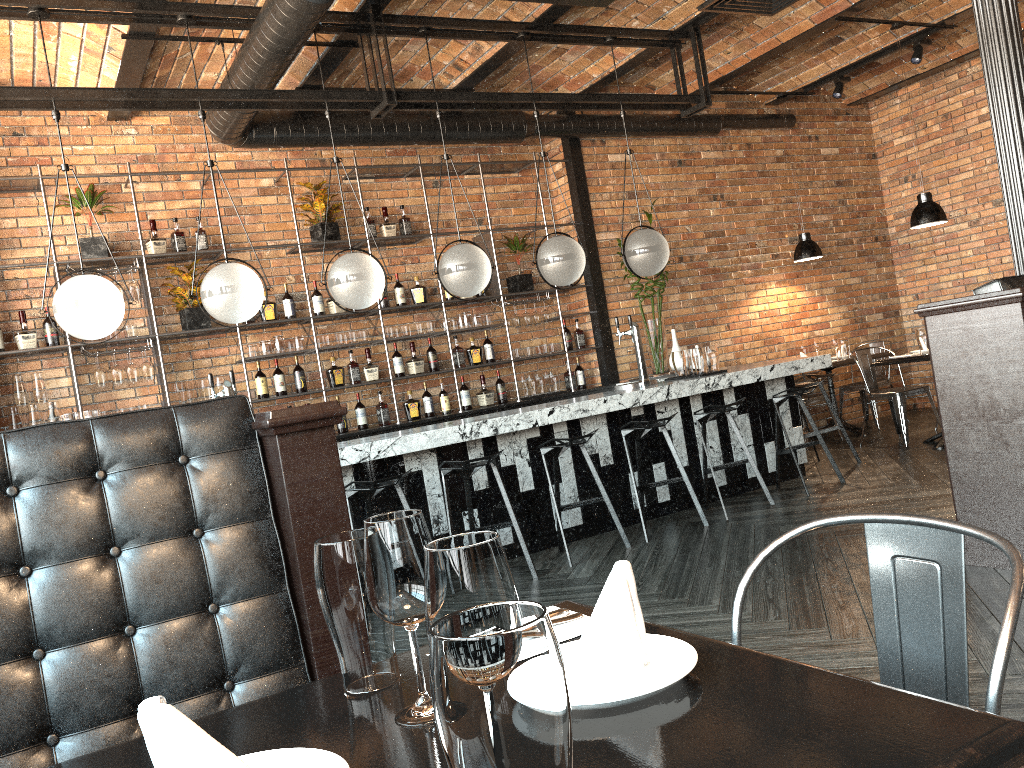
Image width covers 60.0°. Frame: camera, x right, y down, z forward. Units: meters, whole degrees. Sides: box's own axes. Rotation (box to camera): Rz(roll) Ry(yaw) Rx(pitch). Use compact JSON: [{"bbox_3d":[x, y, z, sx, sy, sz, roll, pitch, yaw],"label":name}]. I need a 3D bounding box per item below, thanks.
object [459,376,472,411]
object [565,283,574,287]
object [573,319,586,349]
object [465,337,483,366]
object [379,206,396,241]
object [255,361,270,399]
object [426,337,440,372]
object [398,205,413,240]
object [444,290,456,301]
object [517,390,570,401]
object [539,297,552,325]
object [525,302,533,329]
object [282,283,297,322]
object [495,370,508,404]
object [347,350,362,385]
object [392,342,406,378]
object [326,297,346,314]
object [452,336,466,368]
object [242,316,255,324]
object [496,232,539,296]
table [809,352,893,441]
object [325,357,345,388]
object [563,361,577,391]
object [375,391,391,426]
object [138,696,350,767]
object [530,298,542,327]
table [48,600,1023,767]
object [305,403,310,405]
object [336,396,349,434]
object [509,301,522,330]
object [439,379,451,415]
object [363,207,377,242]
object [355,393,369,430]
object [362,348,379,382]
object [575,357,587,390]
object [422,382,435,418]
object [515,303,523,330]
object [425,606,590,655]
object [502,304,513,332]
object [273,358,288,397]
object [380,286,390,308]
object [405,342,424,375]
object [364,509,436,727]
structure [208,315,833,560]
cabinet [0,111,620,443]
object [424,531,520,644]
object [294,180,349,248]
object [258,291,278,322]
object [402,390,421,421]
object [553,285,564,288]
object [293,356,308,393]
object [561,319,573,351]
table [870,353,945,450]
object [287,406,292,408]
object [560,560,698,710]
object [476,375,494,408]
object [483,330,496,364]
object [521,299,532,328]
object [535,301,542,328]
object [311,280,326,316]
[{"bbox_3d":[-0.405,0.076,7.609,0.086,0.298,0.086,-9,1,20],"label":"object"},{"bbox_3d":[0.515,-1.031,8.226,0.086,0.298,0.086,-9,1,25],"label":"object"},{"bbox_3d":[0.619,-0.461,8.206,0.083,0.282,0.083,-10,1,-19],"label":"object"},{"bbox_3d":[-0.329,-0.279,7.669,0.151,0.248,0.094,-10,1,-20],"label":"object"},{"bbox_3d":[-1.038,-1.333,7.365,0.123,0.279,0.123,-10,1,-25],"label":"object"},{"bbox_3d":[-1.920,-0.029,6.782,0.086,0.299,0.086,-9,1,20],"label":"object"},{"bbox_3d":[-0.676,-0.246,7.480,0.086,0.299,0.086,-9,1,20],"label":"object"},{"bbox_3d":[-0.902,-1.359,7.441,0.083,0.282,0.083,-10,1,-44],"label":"object"},{"bbox_3d":[-0.547,-0.846,7.602,0.086,0.299,0.086,-9,1,20],"label":"object"},{"bbox_3d":[0.279,0.101,7.912,0.437,0.019,0.273,-10,1,-29],"label":"object"},{"bbox_3d":[0.301,-0.651,7.942,0.092,0.244,0.092,-9,1,10],"label":"object"},{"bbox_3d":[0.132,-0.624,8.036,0.092,0.244,0.092,-9,1,10],"label":"object"},{"bbox_3d":[-1.749,-0.638,6.933,0.086,0.298,0.086,-9,1,20],"label":"object"},{"bbox_3d":[-0.101,0.023,7.775,0.086,0.299,0.086,-9,1,20],"label":"object"},{"bbox_3d":[-1.278,-0.133,7.136,0.083,0.282,0.083,-10,1,-29],"label":"object"},{"bbox_3d":[-0.946,-0.199,7.333,0.086,0.298,0.086,-9,1,20],"label":"object"},{"bbox_3d":[-1.411,-0.686,7.092,0.123,0.279,0.123,-10,1,-40],"label":"object"},{"bbox_3d":[-0.465,-0.274,7.595,0.083,0.282,0.083,-10,1,-44],"label":"object"},{"bbox_3d":[-2.027,-0.582,6.760,0.083,0.282,0.083,-10,1,-44],"label":"object"},{"bbox_3d":[0.079,-1.086,7.919,0.398,0.560,0.374,-9,1,33],"label":"object"},{"bbox_3d":[3.181,0.146,8.788,0.872,0.758,0.872,-10,1,-29],"label":"table"},{"bbox_3d":[-1.408,-0.092,7.061,0.151,0.248,0.094,-10,1,-40],"label":"object"},{"bbox_3d":[0.526,-0.076,8.125,0.083,0.282,0.083,-10,1,-44],"label":"object"},{"bbox_3d":[-1.059,0.198,7.231,0.083,0.282,0.083,-10,1,-44],"label":"object"},{"bbox_3d":[-0.283,0.368,0.873,0.232,0.139,0.232,-10,1,-35],"label":"object"},{"bbox_3d":[0.211,-0.635,7.891,0.092,0.244,0.092,-9,1,10],"label":"object"},{"bbox_3d":[0.007,0.767,0.968,0.872,0.758,0.872,-10,1,-29],"label":"table"},{"bbox_3d":[-1.575,0.290,6.924,0.123,0.279,0.123,-10,1,-15],"label":"object"},{"bbox_3d":[-1.362,0.243,7.032,0.086,0.297,0.086,-9,1,5],"label":"object"},{"bbox_3d":[0.031,-0.604,7.790,0.092,0.244,0.092,-9,1,10],"label":"object"},{"bbox_3d":[-0.577,0.108,7.503,0.080,0.299,0.080,-10,1,-27],"label":"object"},{"bbox_3d":[-1.172,-1.312,7.289,0.083,0.282,0.083,-10,1,-29],"label":"object"},{"bbox_3d":[-1.221,0.218,7.148,0.086,0.298,0.086,-9,1,20],"label":"object"},{"bbox_3d":[-1.152,-0.152,7.192,0.123,0.279,0.123,-10,1,-15],"label":"object"},{"bbox_3d":[0.626,-0.101,8.197,0.086,0.298,0.086,-9,1,20],"label":"object"},{"bbox_3d":[-0.709,0.130,7.444,0.086,0.298,0.086,-9,1,20],"label":"object"},{"bbox_3d":[0.047,-0.609,7.987,0.092,0.244,0.092,-9,1,10],"label":"object"},{"bbox_3d":[-0.002,0.372,1.315,0.255,0.019,0.157,-10,1,-29],"label":"object"},{"bbox_3d":[-0.048,-0.593,7.934,0.092,0.244,0.092,-9,1,10],"label":"object"},{"bbox_3d":[-1.807,-0.050,6.875,0.086,0.298,0.086,-9,1,20],"label":"object"},{"bbox_3d":[-1.070,-0.757,7.304,0.086,0.299,0.086,-9,1,20],"label":"object"},{"bbox_3d":[-0.812,-0.211,7.383,0.123,0.279,0.123,-10,1,-40],"label":"object"},{"bbox_3d":[-0.124,0.280,1.076,0.092,0.244,0.092,-9,1,22],"label":"object"},{"bbox_3d":[-0.320,0.417,6.272,5.346,1.430,1.930,-10,1,-29],"label":"structure"},{"bbox_3d":[-2.226,-0.397,6.591,7.075,3.779,0.564,-10,1,-29],"label":"cabinet"},{"bbox_3d":[-0.027,0.266,0.832,0.092,0.244,0.092,-9,1,22],"label":"object"},{"bbox_3d":[-1.545,-1.371,7.130,0.425,0.526,0.430,-10,1,-27],"label":"object"},{"bbox_3d":[-1.886,-0.589,6.838,0.151,0.248,0.094,-10,1,-25],"label":"object"},{"bbox_3d":[-0.831,0.177,7.357,0.151,0.248,0.094,-10,1,-20],"label":"object"},{"bbox_3d":[0.409,-1.004,8.134,0.083,0.282,0.083,-10,1,-14],"label":"object"},{"bbox_3d":[-1.663,-0.074,6.924,0.086,0.297,0.086,-9,1,20],"label":"object"},{"bbox_3d":[0.499,-0.449,8.143,0.086,0.299,0.086,-9,1,20],"label":"object"},{"bbox_3d":[3.611,0.093,7.196,0.872,0.758,0.872,-10,1,-29],"label":"table"},{"bbox_3d":[-1.702,0.309,6.868,0.083,0.282,0.083,-10,1,-29],"label":"object"},{"bbox_3d":[0.103,0.301,1.084,0.232,0.139,0.232,-10,1,-32],"label":"object"},{"bbox_3d":[-0.237,0.058,7.678,0.123,0.279,0.123,-10,1,-40],"label":"object"},{"bbox_3d":[-0.208,-0.325,7.756,0.086,0.298,0.086,-9,1,20],"label":"object"},{"bbox_3d":[0.126,-0.621,7.843,0.092,0.244,0.092,-9,1,10],"label":"object"},{"bbox_3d":[0.221,-0.639,8.086,0.092,0.244,0.092,-9,1,10],"label":"object"},{"bbox_3d":[-1.544,-0.674,7.042,0.086,0.298,0.086,-9,1,20],"label":"object"}]
